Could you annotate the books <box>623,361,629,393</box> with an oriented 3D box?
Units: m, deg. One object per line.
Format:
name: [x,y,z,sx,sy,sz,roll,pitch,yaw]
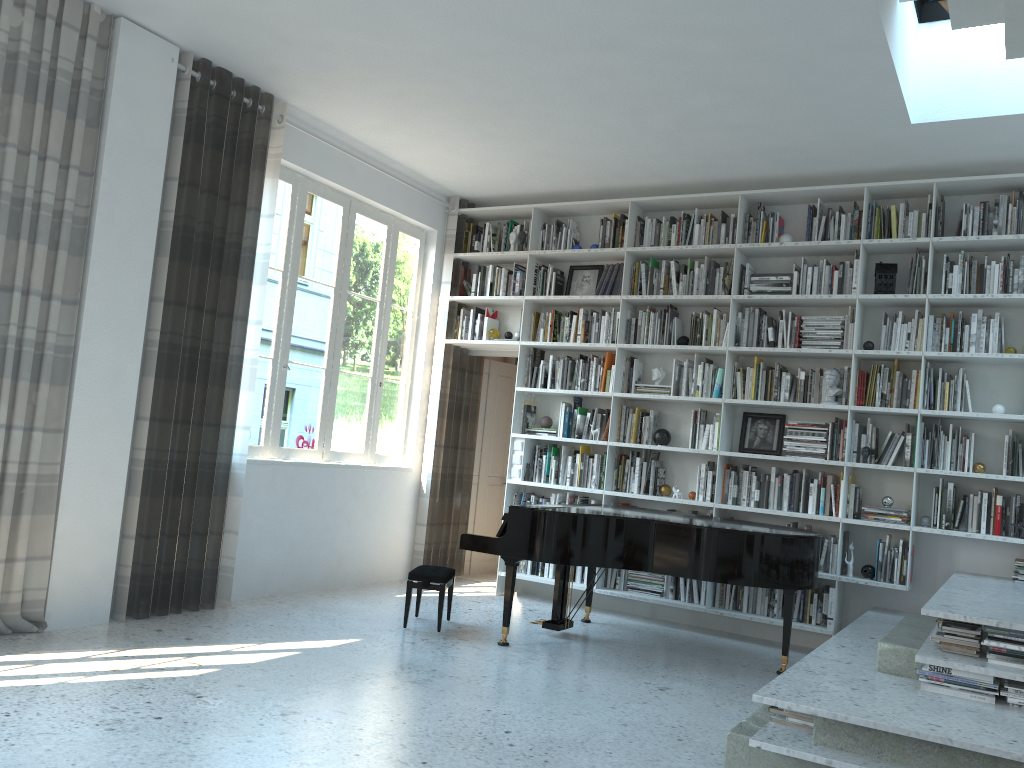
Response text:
books: [0.898,-0.038,6.805,0.024,0.257,0.134,3,-4,30]

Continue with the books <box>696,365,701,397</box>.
books: [1.398,-0.007,6.503,0.028,0.247,0.170,3,-4,30]

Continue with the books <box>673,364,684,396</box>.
books: [1.248,-0.016,6.583,0.030,0.247,0.174,3,-4,30]

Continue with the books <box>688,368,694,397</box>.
books: [1.340,0.002,6.549,0.048,0.224,0.149,3,-4,30]

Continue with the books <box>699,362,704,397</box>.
books: [1.411,-0.017,6.484,0.012,0.265,0.193,3,-4,30]

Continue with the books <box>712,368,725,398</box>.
books: [1.515,0.008,6.430,0.060,0.227,0.179,3,-4,30]

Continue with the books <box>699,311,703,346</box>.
books: [1.416,-0.388,6.545,0.005,0.275,0.157,3,-4,30]

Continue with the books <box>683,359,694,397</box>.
books: [1.309,-0.032,6.552,0.012,0.286,0.167,3,-4,30]

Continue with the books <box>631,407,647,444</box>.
books: [0.960,0.321,6.700,0.026,0.274,0.190,3,-4,30]

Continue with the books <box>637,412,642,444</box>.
books: [0.987,0.340,6.706,0.014,0.243,0.153,3,-4,30]

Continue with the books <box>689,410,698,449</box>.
books: [1.341,0.338,6.503,0.012,0.285,0.159,3,-4,30]

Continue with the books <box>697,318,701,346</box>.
books: [1.398,-0.362,6.528,0.006,0.216,0.181,3,-4,30]

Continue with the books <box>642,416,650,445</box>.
books: [1.033,0.355,6.669,0.028,0.216,0.175,3,-4,30]

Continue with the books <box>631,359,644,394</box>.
books: [0.958,-0.045,6.773,0.021,0.277,0.136,3,-4,30]

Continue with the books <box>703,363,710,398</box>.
books: [1.440,-0.011,6.478,0.023,0.259,0.170,3,-4,30]

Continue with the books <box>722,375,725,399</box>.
books: [1.559,0.035,6.422,0.027,0.181,0.142,3,-4,30]

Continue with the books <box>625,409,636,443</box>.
books: [0.920,0.326,6.743,0.036,0.263,0.166,3,-4,30]

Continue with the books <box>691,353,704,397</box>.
books: [1.366,-0.050,6.531,0.010,0.329,0.173,3,-4,30]

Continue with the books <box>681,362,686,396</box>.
books: [1.299,-0.022,6.571,0.022,0.267,0.151,3,-4,30]

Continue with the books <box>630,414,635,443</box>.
books: [0.946,0.345,6.729,0.025,0.228,0.153,3,-4,30]

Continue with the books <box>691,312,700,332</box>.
books: [1.362,-0.390,6.595,0.012,0.275,0.129,3,-4,30]

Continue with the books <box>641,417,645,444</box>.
books: [1.018,0.359,6.682,0.011,0.207,0.180,3,-4,30]

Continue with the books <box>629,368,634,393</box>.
books: [0.934,-0.012,6.789,0.034,0.209,0.136,3,-4,30]

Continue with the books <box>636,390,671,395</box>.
books: [1.084,0.069,6.682,0.254,0.012,0.161,3,-5,26]

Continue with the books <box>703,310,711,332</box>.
books: [1.438,-0.392,6.546,0.033,0.287,0.155,3,-4,30]

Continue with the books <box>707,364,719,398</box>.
books: [1.470,-0.006,6.484,0.022,0.256,0.152,3,-4,30]

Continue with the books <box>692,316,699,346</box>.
books: [1.369,-0.373,6.547,0.005,0.236,0.178,3,-4,30]

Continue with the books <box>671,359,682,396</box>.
books: [1.226,-0.035,6.605,0.012,0.285,0.159,3,-4,30]

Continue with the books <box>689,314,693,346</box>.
books: [1.350,-0.381,6.592,0.005,0.254,0.161,3,-4,30]

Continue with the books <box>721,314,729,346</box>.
books: [1.561,-0.371,6.454,0.022,0.257,0.155,3,-4,30]

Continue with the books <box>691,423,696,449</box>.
books: [1.350,0.387,6.487,0.025,0.186,0.154,3,-4,30]

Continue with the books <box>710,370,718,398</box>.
books: [1.489,0.013,6.471,0.026,0.219,0.150,3,-4,30]

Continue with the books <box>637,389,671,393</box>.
books: [1.084,0.057,6.681,0.254,0.012,0.161,4,-5,25]

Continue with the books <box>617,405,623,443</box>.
books: [0.852,0.313,6.797,0.012,0.285,0.159,3,-4,30]

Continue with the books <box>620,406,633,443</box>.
books: [0.873,0.313,6.774,0.025,0.284,0.145,3,-4,30]

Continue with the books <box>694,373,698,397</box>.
books: [1.382,0.022,6.530,0.025,0.189,0.140,3,-4,30]

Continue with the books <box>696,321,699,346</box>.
books: [1.394,-0.352,6.556,0.011,0.200,0.162,3,-4,30]

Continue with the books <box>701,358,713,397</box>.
books: [1.427,-0.033,6.487,0.011,0.300,0.178,3,-4,30]

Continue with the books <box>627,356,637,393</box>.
books: [0.924,-0.055,6.813,0.011,0.297,0.136,3,-4,30]

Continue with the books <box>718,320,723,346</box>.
books: [1.544,-0.351,6.472,0.024,0.216,0.142,3,-4,30]

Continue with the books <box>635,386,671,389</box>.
books: [1.090,0.033,6.688,0.285,0.012,0.159,3,-5,32]

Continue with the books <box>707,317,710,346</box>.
books: [1.467,-0.365,6.528,0.011,0.236,0.130,3,-4,30]

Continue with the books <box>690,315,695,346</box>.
books: [1.358,-0.375,6.564,0.005,0.240,0.174,3,-4,30]

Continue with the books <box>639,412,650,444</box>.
books: [1.013,0.341,6.710,0.028,0.247,0.142,3,-4,30]

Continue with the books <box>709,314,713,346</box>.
books: [1.484,-0.374,6.498,0.006,0.253,0.180,3,-4,30]

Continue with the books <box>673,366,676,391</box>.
books: [1.239,-0.007,6.609,0.010,0.231,0.154,3,-4,30]

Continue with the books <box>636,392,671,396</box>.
books: [1.087,0.083,6.688,0.254,0.012,0.161,3,-5,30]

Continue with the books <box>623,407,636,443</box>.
books: [0.897,0.320,6.765,0.026,0.275,0.154,3,-4,30]

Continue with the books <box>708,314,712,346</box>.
books: [1.473,-0.374,6.512,0.017,0.253,0.139,3,-4,30]

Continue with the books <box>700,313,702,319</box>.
books: [1.410,-0.384,6.561,0.009,0.266,0.149,3,-4,30]

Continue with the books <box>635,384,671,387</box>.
books: [1.088,0.021,6.684,0.285,0.012,0.159,3,-5,26]

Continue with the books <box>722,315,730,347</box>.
books: [1.587,-0.361,6.413,0.064,0.237,0.209,3,-4,30]

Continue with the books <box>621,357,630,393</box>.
books: [0.887,-0.052,6.820,0.012,0.285,0.159,3,-4,30]

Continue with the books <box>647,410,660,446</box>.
books: [1.067,0.334,6.669,0.028,0.265,0.144,3,-4,30]

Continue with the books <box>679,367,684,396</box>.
books: [1.285,-0.001,6.594,0.024,0.227,0.138,3,-4,30]

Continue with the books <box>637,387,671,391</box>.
books: [1.087,0.045,6.685,0.254,0.012,0.161,3,-5,27]

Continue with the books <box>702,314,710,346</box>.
books: [1.439,-0.373,6.503,0.013,0.243,0.189,3,-4,30]

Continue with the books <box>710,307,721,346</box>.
books: [1.493,-0.399,6.498,0.006,0.303,0.165,3,-4,30]
